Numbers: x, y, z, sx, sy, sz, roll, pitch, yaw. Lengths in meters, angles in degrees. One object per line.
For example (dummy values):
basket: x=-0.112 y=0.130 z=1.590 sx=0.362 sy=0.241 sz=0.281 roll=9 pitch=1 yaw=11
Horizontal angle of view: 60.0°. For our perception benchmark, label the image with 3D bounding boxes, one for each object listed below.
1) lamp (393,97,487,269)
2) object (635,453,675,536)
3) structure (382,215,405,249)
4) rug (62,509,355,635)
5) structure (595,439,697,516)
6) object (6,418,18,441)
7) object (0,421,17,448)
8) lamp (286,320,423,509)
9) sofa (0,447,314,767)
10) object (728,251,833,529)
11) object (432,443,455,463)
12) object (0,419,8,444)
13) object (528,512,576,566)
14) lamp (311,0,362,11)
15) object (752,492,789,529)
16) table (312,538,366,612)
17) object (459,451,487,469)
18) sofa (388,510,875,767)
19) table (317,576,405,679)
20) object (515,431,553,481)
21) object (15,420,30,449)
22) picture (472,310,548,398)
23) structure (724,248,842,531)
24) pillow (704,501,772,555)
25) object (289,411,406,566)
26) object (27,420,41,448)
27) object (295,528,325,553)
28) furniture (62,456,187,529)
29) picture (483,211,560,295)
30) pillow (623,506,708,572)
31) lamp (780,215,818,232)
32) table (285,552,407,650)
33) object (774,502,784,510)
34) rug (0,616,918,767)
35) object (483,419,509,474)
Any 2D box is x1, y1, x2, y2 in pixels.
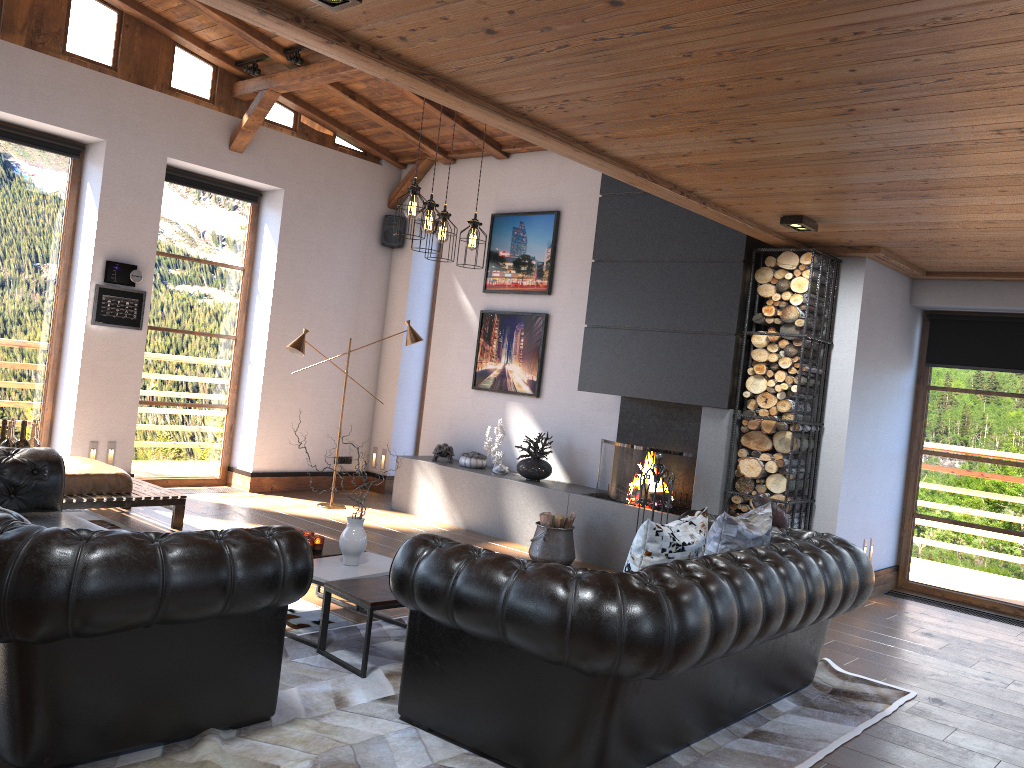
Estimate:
lamp: x=-0.345 y=-1.857 z=5.394 sx=0.259 sy=2.202 sz=0.811 roll=6 pitch=0 yaw=32
object: x=1.063 y=1.025 z=6.712 sx=0.308 sy=1.018 sz=0.307 roll=6 pitch=0 yaw=-4
structure: x=-1.328 y=-1.705 z=9.942 sx=0.211 sy=0.349 sz=0.216 roll=6 pitch=0 yaw=41
rug: x=-3.063 y=1.053 z=5.222 sx=3.766 sy=0.053 sz=2.459 roll=7 pitch=1 yaw=42
structure: x=1.053 y=0.764 z=7.245 sx=0.971 sy=0.514 sz=0.185 roll=7 pitch=0 yaw=41
object: x=-2.941 y=0.342 z=5.198 sx=0.088 sy=0.286 sz=0.087 roll=7 pitch=0 yaw=-37
object: x=-2.861 y=0.352 z=5.036 sx=0.087 sy=0.286 sz=0.088 roll=6 pitch=0 yaw=18
lamp: x=-1.623 y=0.257 z=8.569 sx=1.335 sy=1.899 sz=0.522 roll=6 pitch=0 yaw=-29
sofa: x=-2.107 y=0.781 z=3.767 sx=2.538 sy=0.838 sz=1.253 roll=7 pitch=0 yaw=40
object: x=1.999 y=0.330 z=6.670 sx=0.488 sy=2.612 sz=0.471 roll=6 pitch=0 yaw=41
object: x=-0.685 y=0.686 z=8.893 sx=0.227 sy=0.183 sz=0.404 roll=6 pitch=0 yaw=-5
object: x=-2.936 y=0.343 z=5.106 sx=0.088 sy=0.286 sz=0.087 roll=7 pitch=0 yaw=-9
object: x=0.340 y=1.238 z=7.186 sx=0.387 sy=0.431 sz=0.381 roll=6 pitch=0 yaw=-23
lamp: x=-0.630 y=-1.303 z=2.872 sx=0.153 sy=0.068 sz=0.264 roll=7 pitch=1 yaw=41
object: x=1.604 y=0.841 z=5.495 sx=0.249 sy=0.319 sz=0.149 roll=6 pitch=0 yaw=-8
table: x=-1.228 y=1.106 z=5.026 sx=0.396 sy=0.350 sz=0.657 roll=7 pitch=0 yaw=41
object: x=-0.379 y=0.735 z=8.652 sx=0.278 sy=0.160 sz=0.262 roll=7 pitch=0 yaw=43
sofa: x=0.735 y=1.099 z=4.157 sx=1.226 sy=0.838 sz=2.594 roll=7 pitch=1 yaw=40
table: x=-0.569 y=1.186 z=4.442 sx=0.657 sy=0.350 sz=0.396 roll=6 pitch=0 yaw=-44
object: x=0.218 y=0.654 z=8.120 sx=0.336 sy=0.455 sz=0.339 roll=6 pitch=0 yaw=-24
object: x=-2.841 y=0.354 z=5.134 sx=0.087 sy=0.286 sz=0.088 roll=6 pitch=0 yaw=19
picture: x=-0.033 y=-0.312 z=8.799 sx=0.869 sy=0.816 sz=0.036 roll=7 pitch=0 yaw=41
structure: x=1.999 y=0.324 z=6.658 sx=0.496 sy=2.617 sz=0.517 roll=6 pitch=0 yaw=41
pillow: x=1.125 y=0.827 z=4.496 sx=0.280 sy=0.469 sz=0.534 roll=6 pitch=0 yaw=44
object: x=-0.867 y=0.566 z=4.773 sx=0.626 sy=0.808 sz=0.402 roll=6 pitch=0 yaw=-38
object: x=-2.828 y=0.354 z=5.232 sx=0.088 sy=0.286 sz=0.087 roll=7 pitch=0 yaw=-39
object: x=-1.191 y=0.893 z=5.041 sx=0.247 sy=0.081 sz=0.301 roll=6 pitch=1 yaw=-11
furniture: x=-3.875 y=0.758 z=6.211 sx=1.162 sy=0.437 sz=2.790 roll=7 pitch=1 yaw=41
picture: x=0.079 y=-1.300 z=8.805 sx=0.869 sy=0.816 sz=0.036 roll=7 pitch=0 yaw=41
pillow: x=0.677 y=0.782 z=3.977 sx=0.280 sy=0.469 sz=0.534 roll=6 pitch=0 yaw=44
lamp: x=1.872 y=-1.049 z=5.773 sx=0.153 sy=0.068 sz=0.264 roll=7 pitch=1 yaw=41
table: x=-0.885 y=1.147 z=4.763 sx=0.396 sy=0.350 sz=0.657 roll=7 pitch=0 yaw=36
object: x=1.760 y=1.225 z=6.356 sx=0.265 sy=0.795 sz=0.266 roll=6 pitch=0 yaw=24
rug: x=-0.008 y=1.411 z=4.048 sx=2.405 sy=0.053 sz=4.089 roll=7 pitch=1 yaw=42
object: x=-0.146 y=0.584 z=8.351 sx=0.258 sy=0.532 sz=0.428 roll=6 pitch=0 yaw=10
